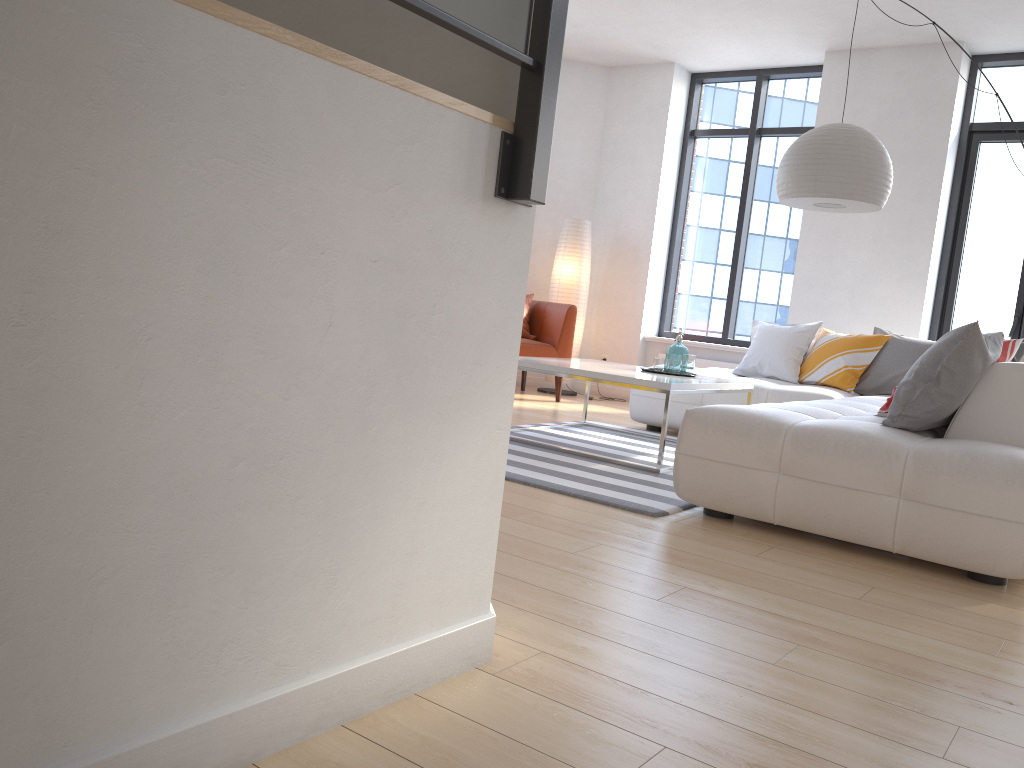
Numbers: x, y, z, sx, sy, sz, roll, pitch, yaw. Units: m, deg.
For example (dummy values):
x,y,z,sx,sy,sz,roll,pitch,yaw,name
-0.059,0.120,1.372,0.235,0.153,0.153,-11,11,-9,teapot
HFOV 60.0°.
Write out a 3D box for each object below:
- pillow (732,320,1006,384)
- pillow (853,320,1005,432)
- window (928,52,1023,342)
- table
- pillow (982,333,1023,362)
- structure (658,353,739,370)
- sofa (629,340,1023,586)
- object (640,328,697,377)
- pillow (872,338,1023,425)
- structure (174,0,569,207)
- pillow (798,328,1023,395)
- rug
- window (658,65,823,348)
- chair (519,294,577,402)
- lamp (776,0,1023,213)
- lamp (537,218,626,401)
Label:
x,y,z,sx,sy,sz,roll,pitch,yaw,name
2.110,-0.150,5.458,0.580,0.456,2.156,4,6,-29,pillow
2.005,-0.083,4.523,0.647,0.453,2.953,9,5,23,pillow
3.916,-1.207,6.503,1.310,2.402,0.170,10,6,35,window
0.605,0.134,4.962,1.091,0.435,1.091,10,6,35,table
2.511,-0.034,4.682,0.608,0.436,2.120,9,6,31,pillow
1.716,0.026,7.673,1.015,0.460,0.110,10,6,35,structure
1.584,0.119,4.831,2.614,0.732,3.424,10,6,35,sofa
0.904,-0.191,5.034,0.330,0.265,0.330,4,6,-31,object
2.325,-0.006,4.414,0.575,0.449,2.250,10,6,32,pillow
-2.115,-1.785,0.694,2.823,4.339,4.190,10,6,35,structure
2.194,-0.095,5.155,0.630,0.440,2.095,6,5,-8,pillow
0.542,0.371,4.721,1.662,0.016,2.326,10,6,35,rug
2.061,-1.534,7.825,1.310,2.402,0.170,10,6,35,window
-0.064,-0.352,7.336,0.896,0.858,0.843,5,5,-23,chair
2.926,-0.737,5.319,3.199,2.647,0.710,5,5,-19,lamp
0.718,-0.656,7.872,0.804,1.550,0.502,6,5,-4,lamp
